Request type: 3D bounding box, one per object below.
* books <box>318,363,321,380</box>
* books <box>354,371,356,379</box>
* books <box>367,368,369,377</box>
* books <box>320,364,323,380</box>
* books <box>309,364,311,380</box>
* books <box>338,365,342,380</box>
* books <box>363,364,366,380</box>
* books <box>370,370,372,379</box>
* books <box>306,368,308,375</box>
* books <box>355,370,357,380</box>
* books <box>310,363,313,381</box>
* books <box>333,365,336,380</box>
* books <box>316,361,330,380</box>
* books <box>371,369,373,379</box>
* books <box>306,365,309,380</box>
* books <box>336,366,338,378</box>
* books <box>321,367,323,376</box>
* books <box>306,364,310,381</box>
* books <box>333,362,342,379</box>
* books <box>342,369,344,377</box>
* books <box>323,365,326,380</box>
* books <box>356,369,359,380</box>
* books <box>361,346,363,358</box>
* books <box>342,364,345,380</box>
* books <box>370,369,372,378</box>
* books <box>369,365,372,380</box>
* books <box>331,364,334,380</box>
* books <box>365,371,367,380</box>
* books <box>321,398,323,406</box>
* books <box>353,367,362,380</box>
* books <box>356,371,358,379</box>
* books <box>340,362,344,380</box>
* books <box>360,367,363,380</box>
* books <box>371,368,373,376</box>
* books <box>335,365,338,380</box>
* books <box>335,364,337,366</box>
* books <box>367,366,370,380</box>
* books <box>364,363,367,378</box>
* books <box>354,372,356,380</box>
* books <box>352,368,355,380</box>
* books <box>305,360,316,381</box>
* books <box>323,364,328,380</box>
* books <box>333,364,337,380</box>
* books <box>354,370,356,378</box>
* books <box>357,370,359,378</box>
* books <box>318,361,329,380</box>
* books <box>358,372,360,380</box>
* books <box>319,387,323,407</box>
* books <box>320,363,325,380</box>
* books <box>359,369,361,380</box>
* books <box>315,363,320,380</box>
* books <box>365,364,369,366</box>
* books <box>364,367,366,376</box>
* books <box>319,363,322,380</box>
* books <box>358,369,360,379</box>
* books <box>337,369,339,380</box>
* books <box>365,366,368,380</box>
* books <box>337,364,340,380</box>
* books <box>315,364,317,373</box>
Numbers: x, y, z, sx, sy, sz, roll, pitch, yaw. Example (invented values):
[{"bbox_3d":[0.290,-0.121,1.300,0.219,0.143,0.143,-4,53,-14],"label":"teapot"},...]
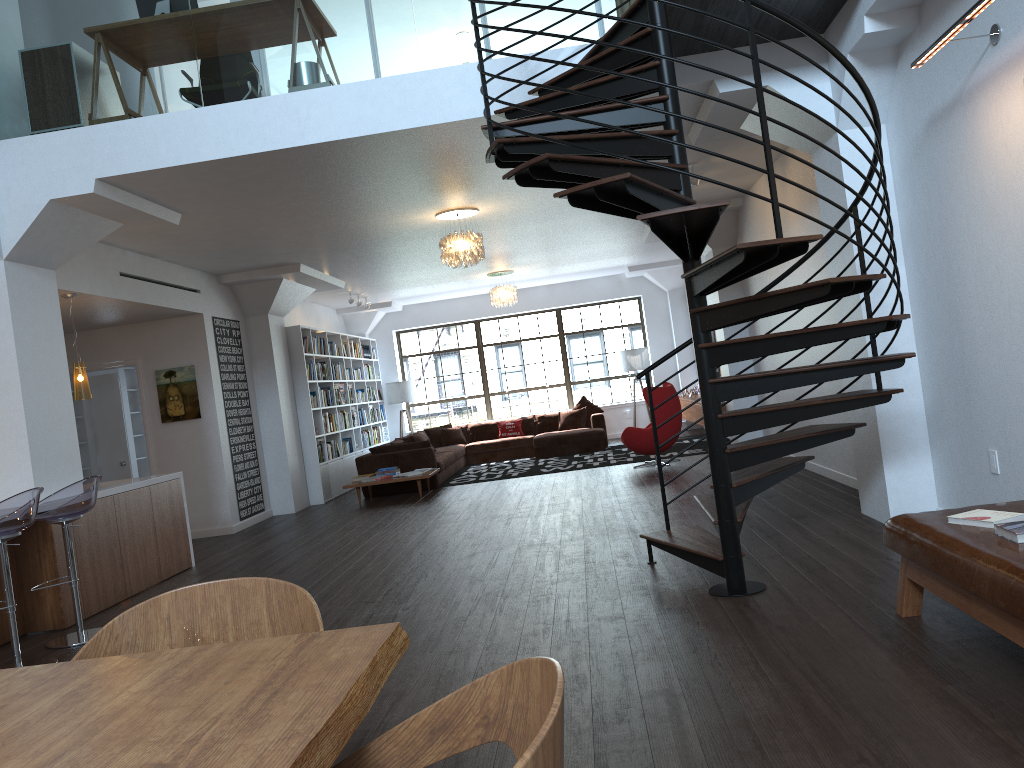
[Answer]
[{"bbox_3d":[-2.822,-0.163,12.638,0.180,0.259,0.042,-8,0,4],"label":"books"},{"bbox_3d":[-2.652,-0.141,14.624,0.128,0.178,0.021,-8,0,4],"label":"books"},{"bbox_3d":[-2.594,-0.169,15.517,0.161,0.223,0.027,-8,0,4],"label":"books"},{"bbox_3d":[-2.810,-0.158,12.716,0.171,0.246,0.039,-8,0,4],"label":"books"},{"bbox_3d":[-2.835,-0.150,12.118,0.172,0.235,0.112,-8,0,4],"label":"books"},{"bbox_3d":[-2.731,-0.164,13.657,0.174,0.239,0.045,-8,0,4],"label":"books"},{"bbox_3d":[-2.629,-0.196,15.244,0.198,0.284,0.066,-8,0,4],"label":"books"},{"bbox_3d":[-2.582,-0.184,15.716,0.160,0.250,0.026,-8,0,4],"label":"books"},{"bbox_3d":[-2.842,-0.122,11.979,0.161,0.182,0.170,-8,0,4],"label":"books"},{"bbox_3d":[-2.637,-0.137,14.700,0.107,0.167,0.017,-8,0,4],"label":"books"},{"bbox_3d":[-2.833,-0.153,12.202,0.174,0.242,0.105,-8,0,4],"label":"books"},{"bbox_3d":[-2.753,-0.162,13.309,0.174,0.239,0.045,-8,0,4],"label":"books"},{"bbox_3d":[-2.783,-0.183,13.067,0.176,0.291,0.053,-8,0,4],"label":"books"},{"bbox_3d":[-2.584,-0.179,15.811,0.174,0.240,0.045,-8,0,4],"label":"books"},{"bbox_3d":[-2.845,-0.140,12.058,0.161,0.218,0.101,-8,0,4],"label":"books"},{"bbox_3d":[-2.739,-0.155,13.512,0.161,0.223,0.026,-8,0,4],"label":"books"},{"bbox_3d":[-2.807,-0.146,12.753,0.161,0.223,0.033,-8,0,4],"label":"books"},{"bbox_3d":[-2.839,-0.147,12.087,0.152,0.232,0.104,-8,0,4],"label":"books"},{"bbox_3d":[-2.734,-0.189,13.734,0.176,0.290,0.053,-8,0,4],"label":"books"},{"bbox_3d":[-2.716,-0.157,13.841,0.161,0.223,0.026,-8,0,4],"label":"books"},{"bbox_3d":[-2.790,-0.149,12.825,0.161,0.223,0.032,-8,0,4],"label":"books"},{"bbox_3d":[-2.647,-0.144,14.853,0.134,0.184,0.030,-8,0,4],"label":"books"},{"bbox_3d":[-2.661,-0.537,15.301,0.161,0.223,0.032,-8,0,4],"label":"books"},{"bbox_3d":[-2.712,-0.171,13.867,0.159,0.250,0.026,-8,0,4],"label":"books"},{"bbox_3d":[-2.579,-0.171,15.742,0.161,0.223,0.027,-8,0,4],"label":"books"},{"bbox_3d":[-2.589,-0.188,15.674,0.180,0.259,0.060,-8,0,4],"label":"books"},{"bbox_3d":[-2.755,-0.168,13.235,0.182,0.253,0.034,-8,0,4],"label":"books"},{"bbox_3d":[-2.603,-0.169,15.314,0.161,0.223,0.026,-8,0,4],"label":"books"},{"bbox_3d":[-2.766,0.229,12.521,0.161,0.223,0.027,-8,0,4],"label":"books"},{"bbox_3d":[-2.635,-0.169,15.036,0.140,0.231,0.042,-8,0,4],"label":"books"},{"bbox_3d":[-2.633,-0.130,14.789,0.110,0.153,0.019,-8,0,4],"label":"books"},{"bbox_3d":[-2.734,-0.185,13.795,0.197,0.283,0.065,-8,0,4],"label":"books"},{"bbox_3d":[-2.635,-0.167,15.084,0.158,0.226,0.052,-8,0,4],"label":"books"},{"bbox_3d":[-2.569,-0.172,15.846,0.161,0.223,0.026,-8,0,4],"label":"books"},{"bbox_3d":[-2.750,-0.157,13.480,0.167,0.230,0.037,-8,0,4],"label":"books"},{"bbox_3d":[-2.743,-0.168,13.565,0.159,0.250,0.026,-8,0,4],"label":"books"},{"bbox_3d":[-2.600,-0.177,15.553,0.174,0.240,0.045,-8,0,4],"label":"books"},{"bbox_3d":[-2.613,-0.201,15.354,0.176,0.290,0.053,-8,0,4],"label":"books"},{"bbox_3d":[-2.658,-0.147,14.595,0.139,0.191,0.036,-8,0,4],"label":"books"},{"bbox_3d":[-2.660,-0.152,14.536,0.146,0.202,0.027,-8,0,4],"label":"books"},{"bbox_3d":[-2.822,-0.179,12.278,0.176,0.290,0.053,-8,0,4],"label":"books"},{"bbox_3d":[-2.790,-0.157,12.901,0.174,0.240,0.054,-8,0,4],"label":"books"},{"bbox_3d":[-2.748,-0.169,13.409,0.182,0.253,0.034,-8,0,4],"label":"books"},{"bbox_3d":[-2.650,-0.138,14.651,0.126,0.173,0.032,-8,0,4],"label":"books"},{"bbox_3d":[-2.638,-0.142,14.879,0.128,0.178,0.021,-8,0,4],"label":"books"},{"bbox_3d":[-2.803,-0.177,13.017,0.198,0.284,0.049,-8,0,4],"label":"books"},{"bbox_3d":[-2.634,-0.143,14.900,0.128,0.178,0.022,-8,0,4],"label":"books"},{"bbox_3d":[-2.773,0.196,12.480,0.176,0.290,0.053,-8,0,4],"label":"books"},{"bbox_3d":[-2.809,-0.161,12.790,0.183,0.253,0.042,-8,0,4],"label":"books"},{"bbox_3d":[-2.631,-0.150,14.995,0.139,0.191,0.036,-8,0,4],"label":"books"},{"bbox_3d":[-2.822,-0.160,12.551,0.183,0.253,0.042,-8,0,4],"label":"books"},{"bbox_3d":[-2.596,-0.203,15.626,0.176,0.290,0.036,-8,0,4],"label":"books"},{"bbox_3d":[-2.609,-0.182,15.289,0.160,0.250,0.026,-8,0,4],"label":"books"},{"bbox_3d":[-2.816,-0.159,12.677,0.160,0.251,0.039,-8,0,4],"label":"books"},{"bbox_3d":[-2.637,-0.151,14.954,0.136,0.196,0.045,-8,0,4],"label":"books"},{"bbox_3d":[-2.735,-0.155,13.538,0.161,0.223,0.027,-8,0,4],"label":"books"},{"bbox_3d":[-2.607,-0.183,15.397,0.183,0.253,0.034,-8,0,4],"label":"books"},{"bbox_3d":[-2.738,-0.166,13.606,0.170,0.245,0.057,-8,0,4],"label":"books"},{"bbox_3d":[-2.828,-0.150,12.461,0.174,0.236,0.142,-8,0,5],"label":"books"}]
